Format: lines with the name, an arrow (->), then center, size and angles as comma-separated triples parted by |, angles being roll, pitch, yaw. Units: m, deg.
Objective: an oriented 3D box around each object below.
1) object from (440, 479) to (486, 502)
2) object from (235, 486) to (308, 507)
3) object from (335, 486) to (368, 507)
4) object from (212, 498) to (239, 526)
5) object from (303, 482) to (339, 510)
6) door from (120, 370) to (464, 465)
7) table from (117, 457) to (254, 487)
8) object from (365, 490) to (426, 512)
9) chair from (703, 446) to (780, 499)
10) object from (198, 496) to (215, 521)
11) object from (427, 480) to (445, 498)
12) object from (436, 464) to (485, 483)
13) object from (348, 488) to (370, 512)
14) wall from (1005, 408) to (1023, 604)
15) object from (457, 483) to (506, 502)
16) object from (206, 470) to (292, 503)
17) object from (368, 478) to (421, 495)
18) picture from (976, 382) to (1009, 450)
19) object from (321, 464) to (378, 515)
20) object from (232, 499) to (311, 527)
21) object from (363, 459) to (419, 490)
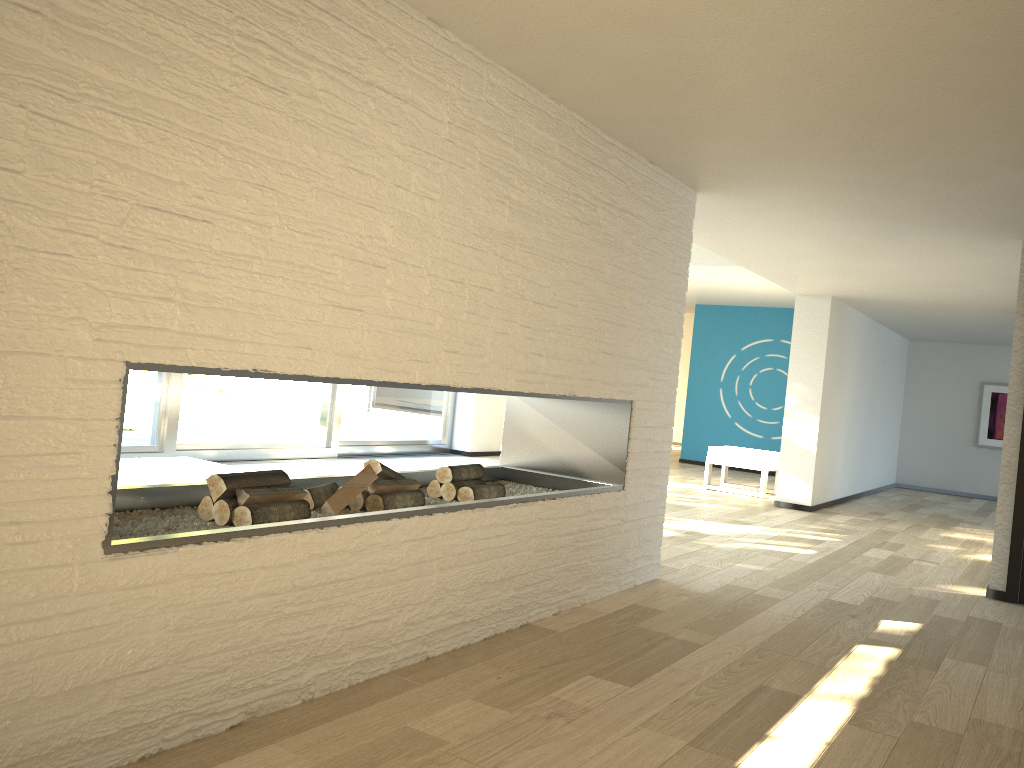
object -> -0.192, 0.431, 3.599 | 0.076, 0.076, 0.236 | 6, 0, 31
object -> -0.723, 0.342, 2.671 | 0.064, 0.060, 0.229 | 6, 0, 33
object -> -0.533, 0.399, 3.195 | 0.075, 0.074, 0.245 | 6, 0, 31
object -> -0.781, 0.378, 2.664 | 0.076, 0.076, 0.236 | 6, 0, 31
object -> -0.666, 0.387, 3.054 | 0.075, 0.074, 0.245 | 6, 0, 11
door -> -1.820, -0.316, 6.234 | 19.451, 2.374, 22.934 | 6, 0, 32
table -> -1.656, 0.585, 4.142 | 1.221, 0.305, 1.219 | 6, 0, 32
object -> -0.406, 0.413, 3.112 | 0.082, 0.073, 0.237 | 6, 0, 31
chair -> 2.382, 0.890, 9.103 | 0.611, 0.442, 0.610 | 6, 0, 32
object -> -0.836, 0.372, 2.714 | 0.075, 0.074, 0.245 | 6, 0, 31
object -> -0.247, 0.425, 3.650 | 0.075, 0.074, 0.245 | 6, 0, 31
object -> -0.209, 0.365, 3.627 | 0.082, 0.073, 0.237 | 6, 0, 31
object -> -0.478, 0.405, 3.145 | 0.076, 0.076, 0.236 | 6, 0, 31
wall -> 3.135, 0.235, 4.527 | 0.921, 1.947, 0.108 | 6, 0, 32
object -> -0.120, 0.438, 3.566 | 0.082, 0.073, 0.237 | 6, 0, 31
object -> -0.798, 0.310, 2.697 | 0.093, 0.088, 0.260 | 6, 0, 31
object -> -0.420, 0.369, 3.152 | 0.064, 0.060, 0.229 | 6, 0, 33
picture -> 6.339, 0.429, 11.019 | 0.959, 0.828, 0.017 | 6, 0, 32
object -> -0.551, 0.353, 2.997 | 0.064, 0.165, 0.225 | 6, 0, 31
object -> -0.709, 0.385, 2.630 | 0.082, 0.073, 0.237 | 6, 0, 31
object -> -0.445, 0.359, 3.261 | 0.093, 0.170, 0.271 | 6, 0, 31
